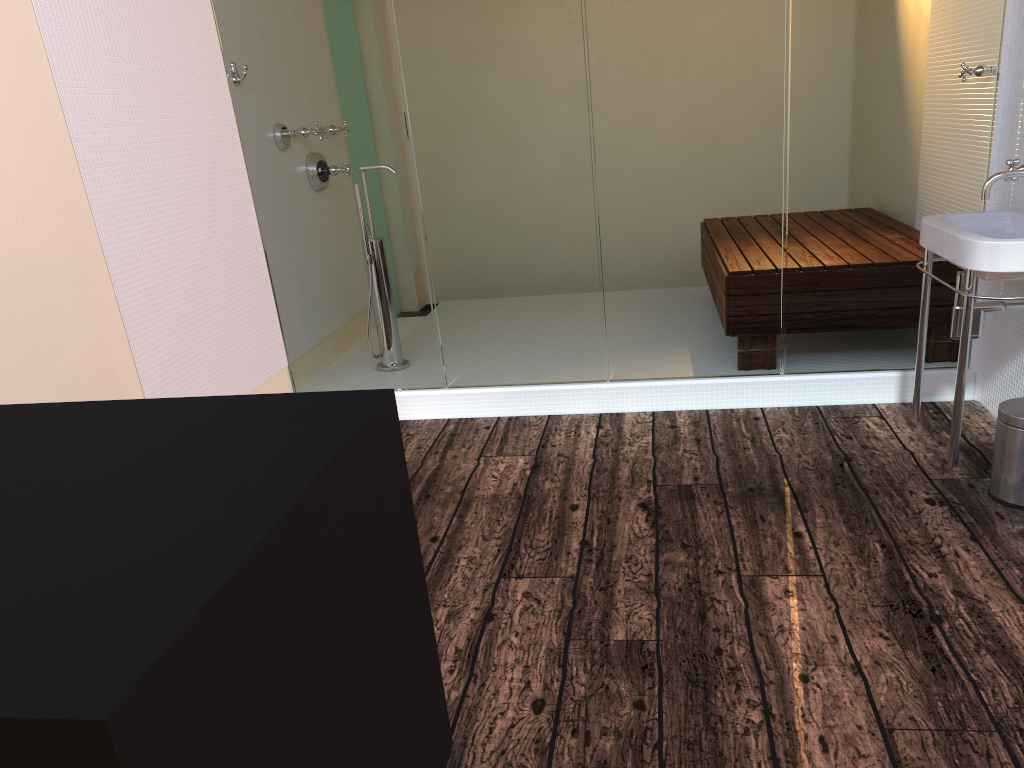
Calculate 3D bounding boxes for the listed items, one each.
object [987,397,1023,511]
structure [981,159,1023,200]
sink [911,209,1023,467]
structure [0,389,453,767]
[{"bbox_3d":[1.509,0.222,2.552,0.222,0.310,0.221,-15,22,-23],"label":"object"},{"bbox_3d":[1.496,-0.665,2.570,0.236,0.124,0.294,-3,19,9],"label":"structure"},{"bbox_3d":[1.500,-0.160,2.790,0.346,0.795,0.672,-2,20,9],"label":"sink"},{"bbox_3d":[-0.613,0.575,1.311,0.801,0.872,0.858,-2,20,9],"label":"structure"}]
